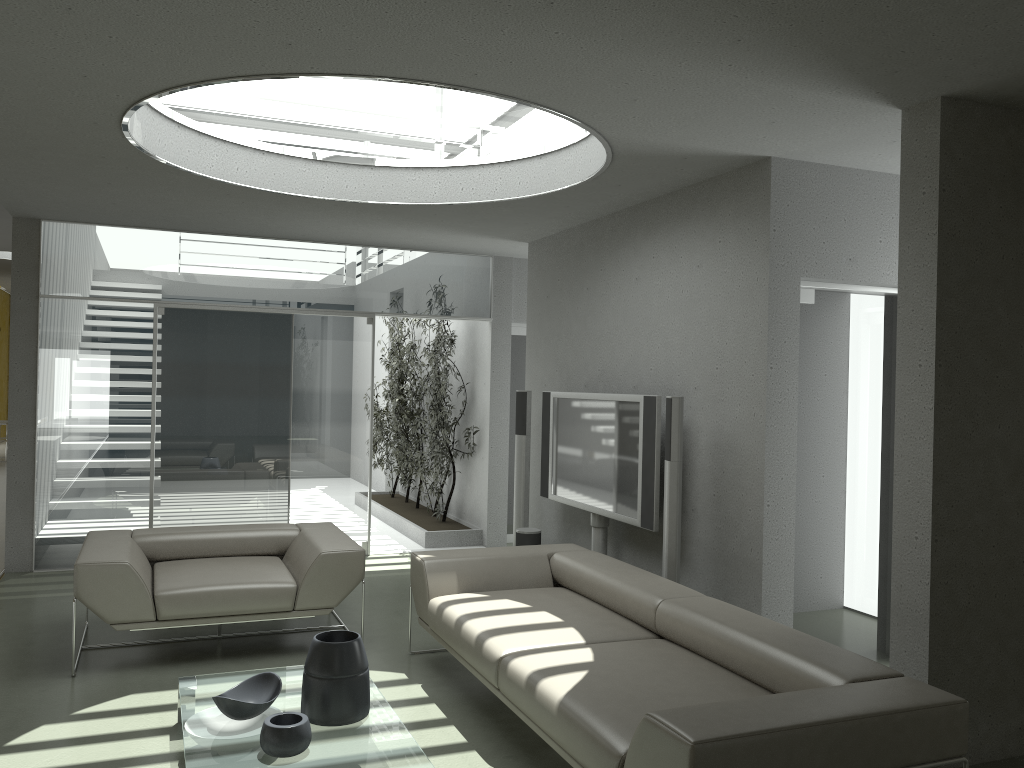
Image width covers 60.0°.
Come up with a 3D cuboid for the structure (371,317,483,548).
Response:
[{"bbox_3d":[-1.145,0.199,9.681,0.646,2.589,3.371,1,0,-23],"label":"structure"}]

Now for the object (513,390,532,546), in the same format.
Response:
[{"bbox_3d":[0.082,0.784,6.849,0.310,1.469,0.310,1,0,5],"label":"object"}]

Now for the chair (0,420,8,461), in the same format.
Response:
[{"bbox_3d":[-9.171,0.986,15.527,0.710,0.667,0.800,1,0,-22],"label":"chair"}]

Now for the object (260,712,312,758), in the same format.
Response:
[{"bbox_3d":[-0.798,1.241,3.130,0.177,0.113,0.177,1,0,-41],"label":"object"}]

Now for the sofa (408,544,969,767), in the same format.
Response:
[{"bbox_3d":[0.411,1.231,3.829,1.037,0.585,2.791,1,0,-22],"label":"sofa"}]

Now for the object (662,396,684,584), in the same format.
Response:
[{"bbox_3d":[0.859,0.800,4.749,0.310,1.469,0.310,1,0,45],"label":"object"}]

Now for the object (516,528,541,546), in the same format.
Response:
[{"bbox_3d":[0.112,1.289,6.446,0.175,0.461,0.185,1,0,-28],"label":"object"}]

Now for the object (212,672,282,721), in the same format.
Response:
[{"bbox_3d":[-1.029,1.230,3.452,0.223,0.125,0.317,1,0,15],"label":"object"}]

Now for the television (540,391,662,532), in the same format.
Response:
[{"bbox_3d":[0.573,0.450,5.807,0.127,0.781,1.603,1,0,-22],"label":"television"}]

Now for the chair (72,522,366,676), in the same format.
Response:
[{"bbox_3d":[-1.695,1.187,5.161,1.481,0.583,1.039,1,0,-22],"label":"chair"}]

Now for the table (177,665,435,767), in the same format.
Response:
[{"bbox_3d":[-0.817,1.397,3.339,0.790,0.200,1.500,1,0,-22],"label":"table"}]

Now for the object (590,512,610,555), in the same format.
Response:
[{"bbox_3d":[0.506,1.184,5.787,0.323,0.689,0.882,1,0,-22],"label":"object"}]

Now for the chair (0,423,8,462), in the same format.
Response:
[{"bbox_3d":[-8.850,0.993,14.733,0.710,0.667,0.800,1,0,-22],"label":"chair"}]

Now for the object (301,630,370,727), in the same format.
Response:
[{"bbox_3d":[-0.689,1.144,3.480,0.265,0.309,0.265,1,0,-39],"label":"object"}]
